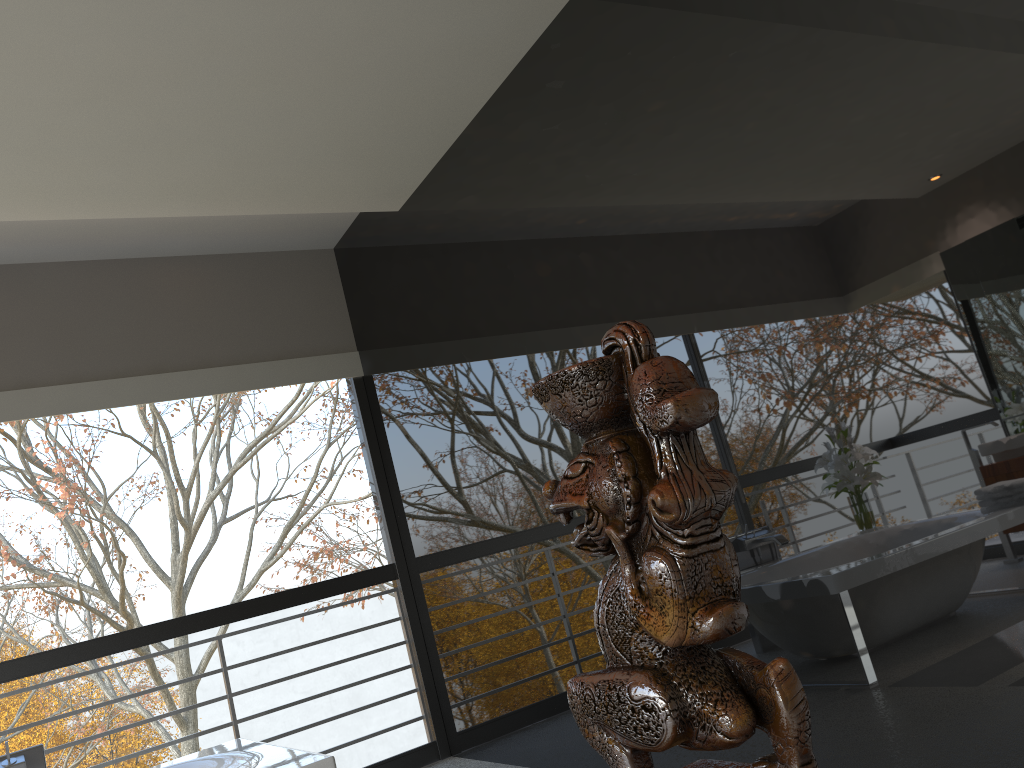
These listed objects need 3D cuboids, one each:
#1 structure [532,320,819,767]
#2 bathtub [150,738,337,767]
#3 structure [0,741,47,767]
[{"bbox_3d":[0.189,0.478,0.497,0.292,1.076,0.327,-8,-13,-31],"label":"structure"},{"bbox_3d":[-1.623,1.700,2.730,1.959,0.505,1.324,-8,-13,-31],"label":"bathtub"},{"bbox_3d":[-1.919,1.693,3.291,0.402,0.886,0.329,-8,-13,-31],"label":"structure"}]
